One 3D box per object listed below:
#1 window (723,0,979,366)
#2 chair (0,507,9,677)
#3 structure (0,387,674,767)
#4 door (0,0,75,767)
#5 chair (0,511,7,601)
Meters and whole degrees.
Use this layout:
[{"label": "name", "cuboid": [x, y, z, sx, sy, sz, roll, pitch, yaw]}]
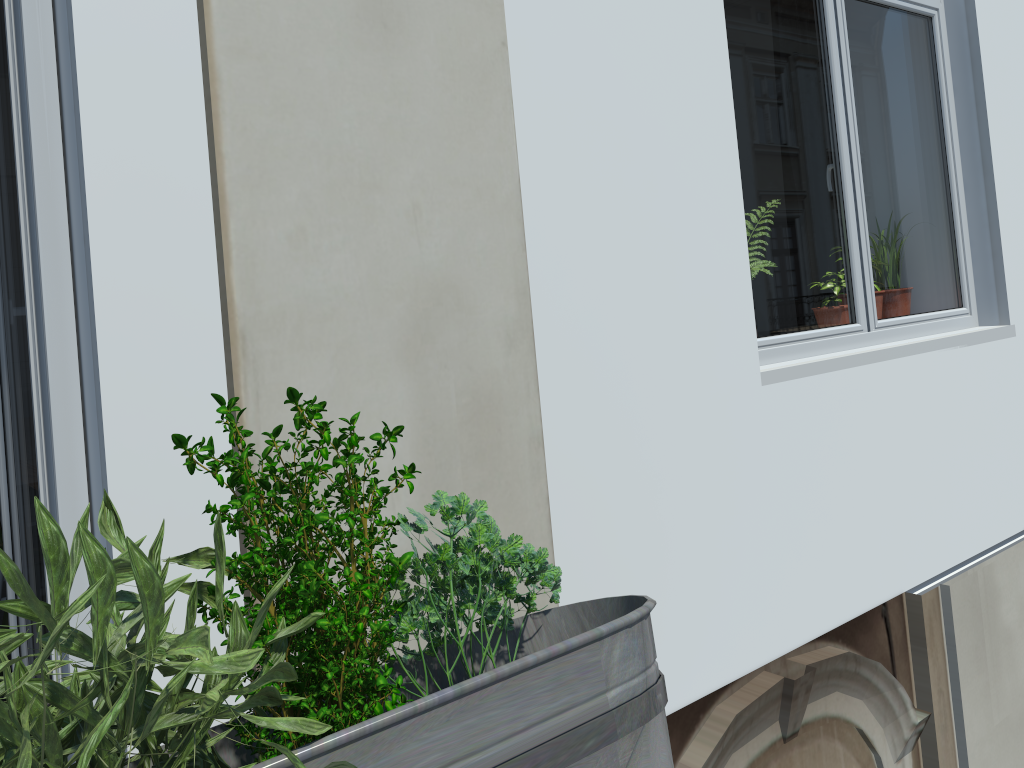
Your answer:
[{"label": "window", "cuboid": [1.112, -1.123, 3.087, 1.576, 1.992, 0.106, -6, -1, -38]}, {"label": "chair", "cuboid": [-1.405, 0.488, 2.746, 0.488, 0.829, 0.465, -5, 0, -39]}, {"label": "structure", "cuboid": [-0.137, 0.192, 0.551, 0.291, 0.379, 0.575, -5, 2, 42]}, {"label": "door", "cuboid": [-0.974, -0.109, 1.750, 0.105, 2.032, 0.582, -4, -2, -32]}, {"label": "chair", "cuboid": [-1.728, 0.479, 3.104, 0.512, 0.845, 0.463, -5, 0, -38]}]
